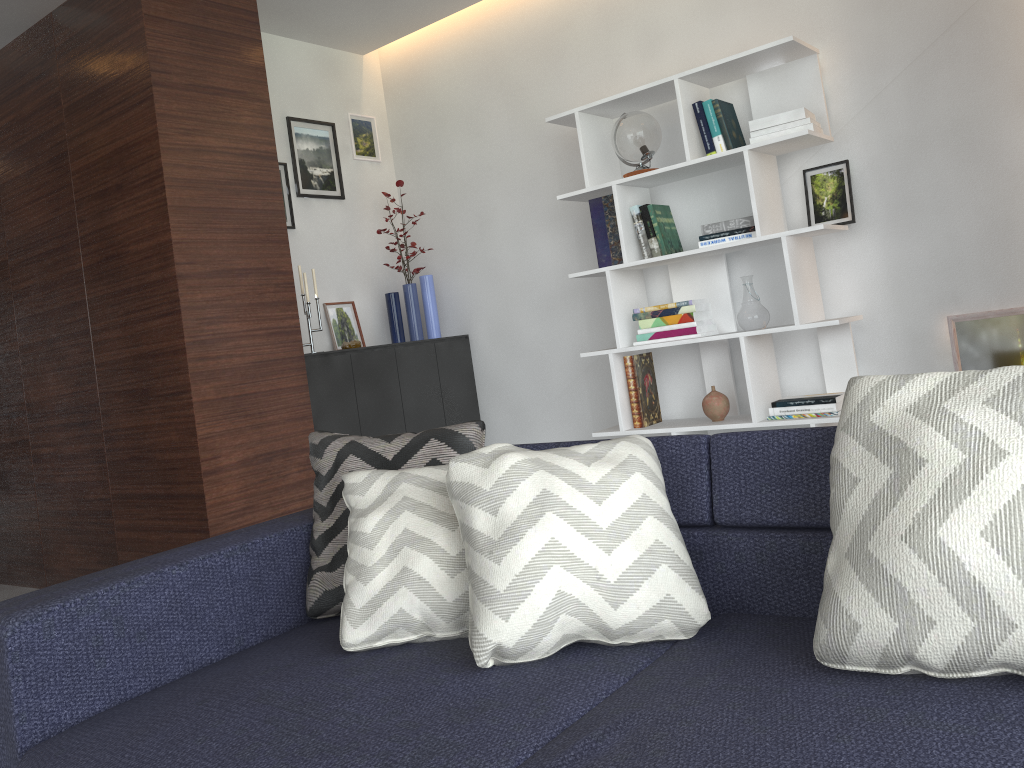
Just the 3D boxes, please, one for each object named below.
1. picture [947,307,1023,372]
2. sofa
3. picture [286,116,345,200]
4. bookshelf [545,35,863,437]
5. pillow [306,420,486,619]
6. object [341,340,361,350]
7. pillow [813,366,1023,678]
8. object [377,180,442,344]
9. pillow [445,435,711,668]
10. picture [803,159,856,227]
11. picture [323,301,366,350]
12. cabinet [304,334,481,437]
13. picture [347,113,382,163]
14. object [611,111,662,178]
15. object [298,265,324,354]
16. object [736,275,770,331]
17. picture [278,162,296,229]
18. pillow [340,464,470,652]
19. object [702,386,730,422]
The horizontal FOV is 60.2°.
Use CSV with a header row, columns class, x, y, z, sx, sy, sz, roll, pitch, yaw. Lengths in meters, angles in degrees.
class,x,y,z,sx,sy,sz,roll,pitch,yaw
picture,1.853,0.075,3.111,0.497,0.701,0.084,-9,-2,38
sofa,0.221,0.461,0.717,2.854,0.609,1.910,-7,3,38
picture,-1.011,-1.162,4.566,0.017,0.414,0.313,-10,-2,38
bookshelf,0.820,-0.369,3.726,1.142,1.825,0.301,-9,-2,38
pillow,-0.252,0.279,1.920,0.414,0.387,0.221,-8,-1,8
object,-0.785,-0.190,4.313,0.099,0.046,0.104,-8,2,-6
pillow,0.671,0.175,1.188,0.491,0.389,0.344,-8,0,38
object,-0.577,-0.653,4.757,0.273,0.863,0.268,-7,-3,-38
pillow,0.105,0.272,1.553,0.419,0.352,0.279,-8,-1,-9
picture,1.262,-0.750,3.522,0.180,0.257,0.059,-9,-2,38
picture,-0.857,-0.296,4.528,0.058,0.256,0.203,-10,-2,38
cabinet,-0.682,0.110,4.383,0.395,0.585,1.137,-9,1,38
picture,-0.812,-1.354,4.862,0.015,0.258,0.203,-10,-2,38
object,0.547,-1.003,3.842,0.221,0.384,0.233,-7,-1,-32
object,-0.952,-0.349,4.103,0.100,0.427,0.101,-9,-2,21
object,0.965,-0.327,3.568,0.131,0.220,0.133,-9,-2,44
picture,-1.183,-0.920,4.296,0.015,0.335,0.264,-10,-2,38
pillow,-0.132,0.308,1.703,0.416,0.295,0.330,-8,0,0
object,0.855,0.081,3.710,0.110,0.148,0.123,-9,-1,35
